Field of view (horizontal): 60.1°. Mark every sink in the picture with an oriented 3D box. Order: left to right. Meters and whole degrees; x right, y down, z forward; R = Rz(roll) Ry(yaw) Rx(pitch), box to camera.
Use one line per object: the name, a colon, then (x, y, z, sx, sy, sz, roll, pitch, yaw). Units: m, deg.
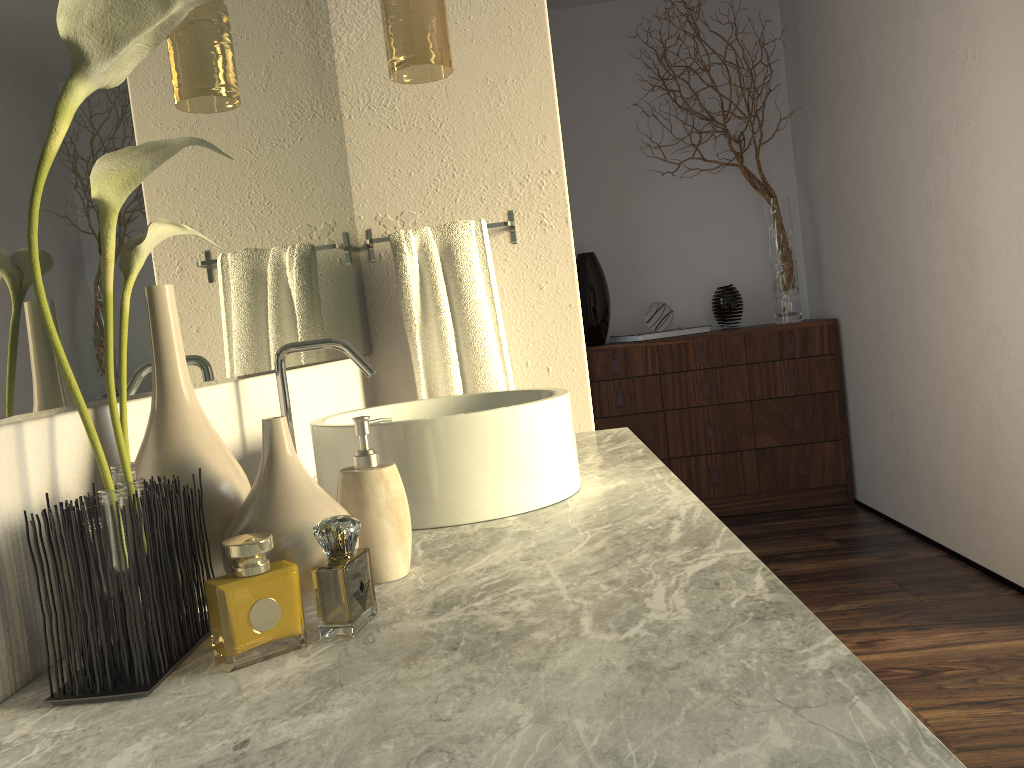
sink: (-0.091, 0.094, 1.222, 0.352, 0.130, 0.363, -8, 4, -20)

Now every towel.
towel: (-0.133, -0.067, 2.125, 0.262, 0.636, 0.158, -5, 4, 21)

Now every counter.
counter: (-0.072, 0.245, 0.668, 0.589, 0.101, 2.254, -7, 4, 2)

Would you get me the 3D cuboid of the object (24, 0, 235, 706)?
object: (-0.304, -0.035, 0.723, 0.185, 0.504, 0.247, -8, 4, -19)

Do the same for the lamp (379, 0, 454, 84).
lamp: (-0.245, -1.091, 1.867, 0.142, 0.867, 0.135, -3, 5, 45)

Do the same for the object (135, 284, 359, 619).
object: (-0.259, 0.055, 0.804, 0.245, 0.305, 0.117, -5, 4, 30)

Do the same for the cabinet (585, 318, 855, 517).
cabinet: (0.843, 0.175, 3.966, 1.143, 0.800, 0.402, -7, 3, 4)

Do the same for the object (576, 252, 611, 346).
object: (0.356, -0.383, 4.003, 0.172, 0.417, 0.168, -6, 3, 16)

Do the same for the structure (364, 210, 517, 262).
structure: (-0.177, -0.367, 2.169, 0.370, 0.088, 0.102, -7, 4, 4)

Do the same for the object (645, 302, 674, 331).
object: (0.664, -0.303, 3.989, 0.131, 0.131, 0.131, -7, 3, -2)

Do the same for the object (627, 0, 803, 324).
object: (0.844, -0.953, 3.824, 0.713, 1.449, 0.846, -10, 5, -44)

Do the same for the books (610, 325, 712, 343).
books: (0.721, -0.231, 3.996, 0.489, 0.034, 0.251, -8, 4, -22)

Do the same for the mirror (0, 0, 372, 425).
mirror: (-0.461, -0.510, 0.183, 0.017, 1.152, 4.070, -7, 4, 1)

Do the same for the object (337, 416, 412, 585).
object: (-0.137, 0.110, 0.859, 0.070, 0.158, 0.071, -8, 3, -14)

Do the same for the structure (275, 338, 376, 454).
structure: (-0.261, 0.061, 1.202, 0.165, 0.242, 0.066, -6, 3, 7)

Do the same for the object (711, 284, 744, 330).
object: (0.965, -0.345, 3.965, 0.135, 0.200, 0.142, -10, 5, -43)

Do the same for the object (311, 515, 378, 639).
object: (-0.136, 0.151, 0.713, 0.039, 0.090, 0.056, -6, 3, 12)

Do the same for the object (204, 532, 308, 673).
object: (-0.196, 0.162, 0.673, 0.064, 0.092, 0.040, -9, 4, -37)
